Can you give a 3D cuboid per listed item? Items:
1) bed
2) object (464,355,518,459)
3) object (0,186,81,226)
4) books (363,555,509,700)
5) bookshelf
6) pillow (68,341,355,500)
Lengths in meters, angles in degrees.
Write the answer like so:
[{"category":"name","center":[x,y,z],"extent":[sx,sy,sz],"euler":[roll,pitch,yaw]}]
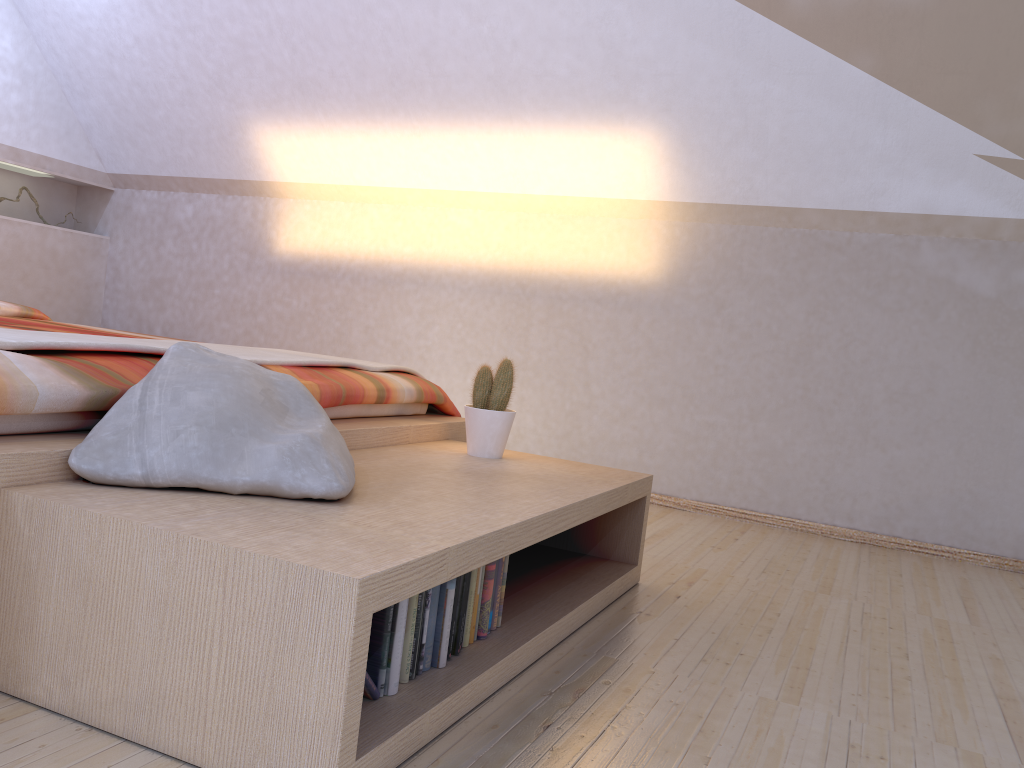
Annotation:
[{"category":"bed","center":[-1.833,-0.220,2.609],"extent":[3.009,0.994,2.087],"euler":[8,3,23]},{"category":"object","center":[-0.058,0.059,2.432],"extent":[0.144,0.294,0.144],"euler":[5,3,-42]},{"category":"object","center":[-2.646,-0.967,4.745],"extent":[0.085,0.193,0.905],"euler":[8,3,23]},{"category":"books","center":[-0.194,0.377,1.493],"extent":[0.157,0.193,0.652],"euler":[8,3,23]},{"category":"bookshelf","center":[-0.209,0.356,1.914],"extent":[0.643,0.303,1.495],"euler":[8,3,23]},{"category":"pillow","center":[-0.529,0.060,1.706],"extent":[0.470,0.241,0.498],"euler":[6,3,-12]}]
